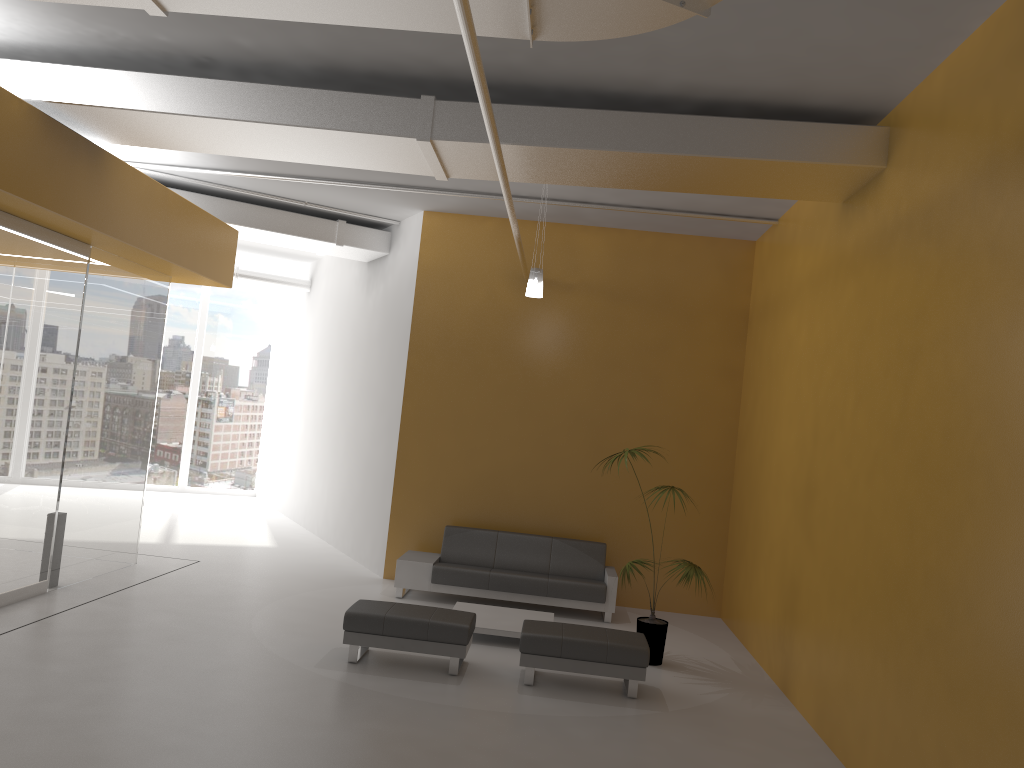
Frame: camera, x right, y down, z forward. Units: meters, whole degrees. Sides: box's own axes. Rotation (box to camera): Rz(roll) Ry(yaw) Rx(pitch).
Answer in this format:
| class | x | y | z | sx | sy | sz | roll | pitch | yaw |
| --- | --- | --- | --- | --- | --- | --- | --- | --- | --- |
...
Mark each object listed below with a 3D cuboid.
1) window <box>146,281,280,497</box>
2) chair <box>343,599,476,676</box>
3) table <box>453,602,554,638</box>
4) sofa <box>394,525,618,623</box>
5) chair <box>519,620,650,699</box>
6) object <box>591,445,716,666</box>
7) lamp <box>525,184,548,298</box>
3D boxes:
| class | x | y | z | sx | sy | sz | roll | pitch | yaw |
| --- | --- | --- | --- | --- | --- | --- | --- | --- | --- |
| window | -7.462 | -0.277 | 16.738 | 8.533 | 4.498 | 0.100 | 7 | -3 | -27 |
| chair | -0.832 | 2.058 | 7.252 | 1.012 | 0.423 | 0.575 | 6 | -2 | 3 |
| table | -0.102 | 2.329 | 8.548 | 1.000 | 0.150 | 1.000 | 6 | -2 | 3 |
| sofa | -0.044 | 2.089 | 9.945 | 2.400 | 0.761 | 0.860 | 6 | -2 | 3 |
| chair | 0.564 | 2.201 | 7.145 | 1.012 | 0.423 | 0.575 | 6 | -2 | 3 |
| object | 1.242 | 1.541 | 8.070 | 1.222 | 1.956 | 0.912 | 4 | -3 | 44 |
| lamp | 0.279 | -1.462 | 8.677 | 0.174 | 1.227 | 0.174 | 4 | -3 | 45 |
